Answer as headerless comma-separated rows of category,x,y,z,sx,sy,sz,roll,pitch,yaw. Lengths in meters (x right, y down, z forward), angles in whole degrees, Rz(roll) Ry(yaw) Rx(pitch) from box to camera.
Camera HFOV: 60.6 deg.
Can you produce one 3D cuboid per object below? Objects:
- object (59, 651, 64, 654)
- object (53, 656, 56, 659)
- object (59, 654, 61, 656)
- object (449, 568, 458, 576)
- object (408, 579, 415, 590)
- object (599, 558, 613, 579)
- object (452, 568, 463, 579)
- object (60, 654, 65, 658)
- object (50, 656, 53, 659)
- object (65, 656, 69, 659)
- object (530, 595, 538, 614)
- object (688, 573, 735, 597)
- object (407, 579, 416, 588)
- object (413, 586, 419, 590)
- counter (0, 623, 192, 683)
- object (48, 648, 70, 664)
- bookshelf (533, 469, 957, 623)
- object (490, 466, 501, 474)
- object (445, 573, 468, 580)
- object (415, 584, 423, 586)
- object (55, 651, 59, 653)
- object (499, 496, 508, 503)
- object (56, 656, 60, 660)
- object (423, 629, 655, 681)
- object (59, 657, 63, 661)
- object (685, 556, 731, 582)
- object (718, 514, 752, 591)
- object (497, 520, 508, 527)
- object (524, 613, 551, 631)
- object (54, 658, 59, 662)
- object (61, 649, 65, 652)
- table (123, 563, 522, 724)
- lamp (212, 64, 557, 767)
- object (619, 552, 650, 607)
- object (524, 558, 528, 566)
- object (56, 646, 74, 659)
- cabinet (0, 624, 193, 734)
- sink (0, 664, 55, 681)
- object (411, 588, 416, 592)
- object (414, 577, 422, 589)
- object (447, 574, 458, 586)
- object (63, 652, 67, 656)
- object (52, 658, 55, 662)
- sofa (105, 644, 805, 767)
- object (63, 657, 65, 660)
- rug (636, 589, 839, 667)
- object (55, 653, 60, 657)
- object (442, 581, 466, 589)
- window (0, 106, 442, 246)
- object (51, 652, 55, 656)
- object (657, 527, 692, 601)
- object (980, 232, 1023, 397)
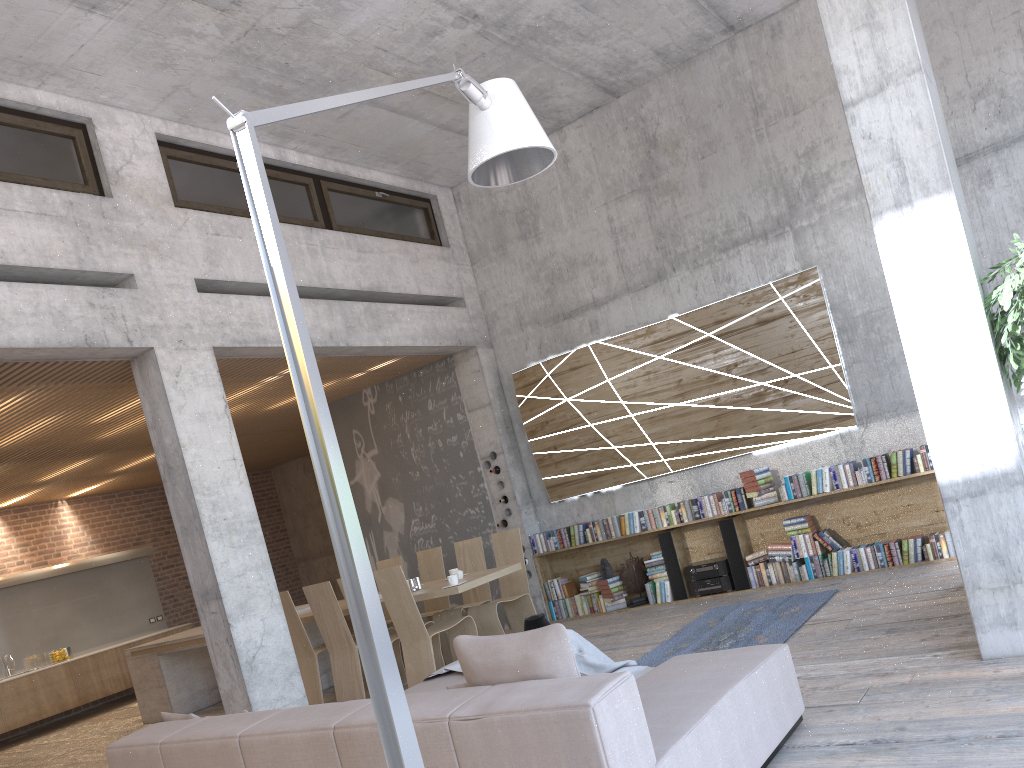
object,-6.408,3.821,12.471,0.051,0.053,0.064,-14,-4,-9
object,-6.488,3.874,12.453,0.053,0.053,0.061,-17,-4,40
object,-6.422,3.874,12.476,0.051,0.053,0.063,-14,-4,-14
object,-0.563,1.848,8.547,0.093,0.088,0.118,-15,-4,-2
object,-0.940,1.890,8.252,0.052,0.109,0.053,-15,0,-11
object,1.016,2.002,9.526,0.148,0.228,0.133,-15,-1,31
object,-0.513,1.792,8.271,0.090,0.111,0.121,-16,-3,24
object,-6.393,3.869,12.467,0.060,0.055,0.052,-12,-4,-42
object,-6.542,3.891,12.482,0.064,0.051,0.052,-18,-4,37
object,-6.352,3.901,12.515,0.054,0.052,0.062,-16,-4,18
object,0.124,2.447,9.917,0.248,0.681,0.271,-15,0,-4
object,2.072,2.046,8.970,0.449,0.163,0.289,-19,-7,34
object,-1.005,1.986,8.715,0.094,0.088,0.117,-15,-4,7
object,-0.899,1.905,8.200,0.050,0.045,0.052,-12,-4,-38
counter,-6.490,3.991,12.519,0.666,0.020,4.025,-19,-8,33
object,-6.455,3.866,12.499,0.211,0.174,0.186,-17,-4,34
bookshelf,2.542,1.573,8.584,5.429,0.802,0.298,-19,-2,34
object,-0.150,0.982,10.049,0.092,0.090,0.331,-17,-7,33
object,-0.549,1.884,8.540,0.189,0.014,0.183,-20,-9,36
object,-0.993,2.022,8.707,0.182,0.014,0.189,-8,-10,-43
object,-6.475,3.827,12.495,0.050,0.053,0.064,-14,-4,-20
object,-0.039,1.322,10.088,0.095,0.093,0.342,-17,-7,33
object,-6.426,3.877,12.408,0.060,0.054,0.053,-11,-4,-44
object,0.151,2.037,6.275,1.571,0.501,1.068,-10,-7,-38
object,-6.402,3.905,12.445,0.050,0.053,0.064,-14,-4,-14
object,2.028,1.891,8.962,0.449,0.160,0.299,-19,-7,34
object,2.275,1.707,8.795,0.155,0.758,0.268,-14,1,33
object,-0.068,1.603,10.114,0.097,0.095,0.333,-17,-7,33
object,0.187,1.769,6.401,0.306,0.168,0.296,-17,-5,21
object,-6.458,3.919,12.447,0.064,0.063,0.074,-15,-4,-1
object,-6.414,3.818,12.538,0.050,0.060,0.060,-14,-3,-22
table,-2.156,2.858,9.374,5.292,0.920,0.997,-19,-5,34
lamp,-0.192,0.255,3.318,0.766,3.417,2.602,-14,-2,20
object,1.340,2.089,9.472,0.342,0.568,0.197,-15,0,-6
object,0.188,2.029,10.075,0.097,0.095,0.333,-17,-7,33
object,-6.510,3.932,12.776,0.187,0.170,0.195,-11,-5,-45
cabinet,-6.753,3.693,12.632,1.096,2.064,4.061,-15,-5,33
sink,-6.737,4.076,12.061,0.533,0.191,0.720,-19,-8,33
object,-0.917,1.922,8.189,0.051,0.019,0.050,-17,-6,16
object,-0.884,1.874,8.252,0.052,0.111,0.053,-15,0,-11
object,-0.512,1.717,7.661,0.092,0.088,0.118,-14,-4,-13
object,-6.388,3.860,12.525,0.054,0.054,0.060,-16,-4,25
object,-6.514,3.931,12.472,0.059,0.057,0.052,-14,-3,-20
sofa,-0.021,1.771,4.947,3.058,0.783,2.972,-19,-8,33
object,-6.408,3.919,12.526,0.051,0.055,0.060,-16,-4,24
rug,1.554,1.987,6.687,1.185,0.049,2.880,-19,-8,33
object,-6.446,3.838,12.432,0.061,0.052,0.054,-14,-3,-8
object,-0.504,1.760,7.675,0.187,0.014,0.184,-17,-8,20
window,-3.150,-1.635,6.458,0.115,0.605,8.328,-14,-6,33
object,-6.519,3.837,12.457,0.064,0.051,0.052,-17,-4,26
object,1.732,1.900,9.181,0.155,0.758,0.268,-14,1,33
object,3.023,0.006,4.514,1.000,1.861,0.969,-15,-1,0
